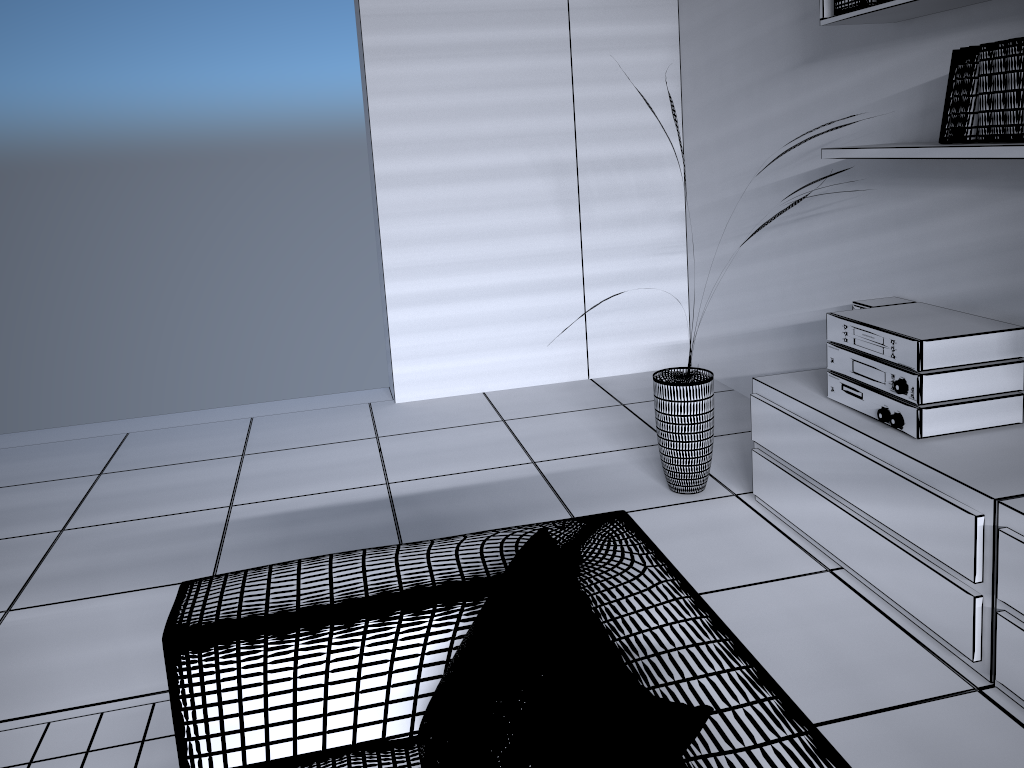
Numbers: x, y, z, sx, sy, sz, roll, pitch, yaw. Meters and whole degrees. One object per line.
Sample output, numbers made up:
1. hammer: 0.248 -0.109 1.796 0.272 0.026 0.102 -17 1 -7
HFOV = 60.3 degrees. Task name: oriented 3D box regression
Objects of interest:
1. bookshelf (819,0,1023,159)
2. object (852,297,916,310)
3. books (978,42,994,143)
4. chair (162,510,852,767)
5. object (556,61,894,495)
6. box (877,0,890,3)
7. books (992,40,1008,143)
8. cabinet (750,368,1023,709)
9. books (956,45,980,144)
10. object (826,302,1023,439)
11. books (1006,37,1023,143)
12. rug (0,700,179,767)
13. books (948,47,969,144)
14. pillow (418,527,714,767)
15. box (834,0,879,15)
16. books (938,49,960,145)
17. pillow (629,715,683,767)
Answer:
1. bookshelf: 1.472 -0.646 1.625 0.328 1.225 2.874 -6 14 -11
2. object: 1.290 -0.173 3.065 0.177 0.227 0.121 -6 11 -12
3. books: 1.343 -0.778 2.345 0.208 0.254 0.051 -6 10 -11
4. chair: -0.033 0.773 0.978 0.962 0.541 1.682 -7 15 -11
5. object: 0.703 -0.380 3.096 1.175 1.555 0.255 0 10 20
6. box: 1.230 -1.201 2.538 0.281 0.159 0.215 -7 13 -11
7. books: 1.354 -0.765 2.295 0.208 0.254 0.051 -6 10 -12
8. cabinet: 1.350 0.445 2.053 0.575 0.440 2.316 -6 15 -11
9. books: 1.326 -0.794 2.409 0.208 0.255 0.076 -7 10 -12
10. object: 1.175 -0.054 2.560 0.348 0.264 0.439 -7 14 -11
11. books: 1.360 -0.751 2.243 0.208 0.254 0.051 -6 10 -11
12. rug: -0.234 1.013 1.185 1.802 0.001 2.277 -7 15 -11
13. books: 1.318 -0.802 2.440 0.208 0.255 0.076 -6 10 -12
14. pillow: 0.005 0.507 1.246 0.341 0.381 0.578 -7 14 -14
15. box: 1.177 -1.261 2.774 0.281 0.159 0.178 -7 13 -11
16. books: 1.307 -0.808 2.471 0.208 0.253 0.073 -6 10 -12
17. pillow: 0.129 0.630 0.682 0.301 0.390 0.577 -7 14 -14
